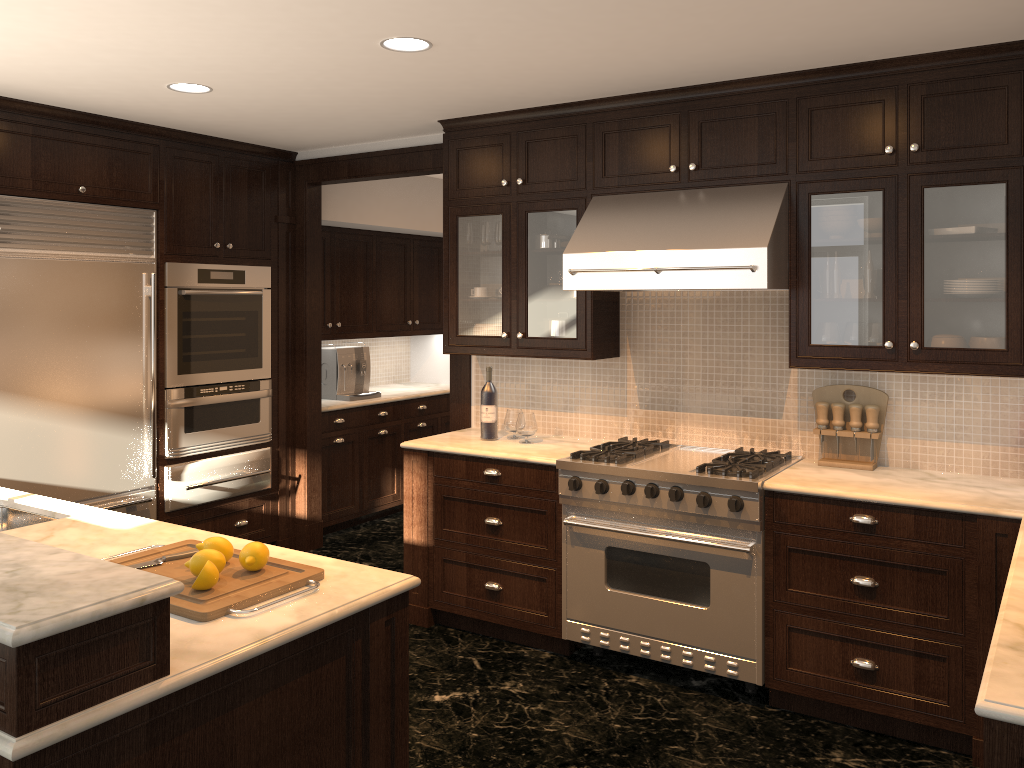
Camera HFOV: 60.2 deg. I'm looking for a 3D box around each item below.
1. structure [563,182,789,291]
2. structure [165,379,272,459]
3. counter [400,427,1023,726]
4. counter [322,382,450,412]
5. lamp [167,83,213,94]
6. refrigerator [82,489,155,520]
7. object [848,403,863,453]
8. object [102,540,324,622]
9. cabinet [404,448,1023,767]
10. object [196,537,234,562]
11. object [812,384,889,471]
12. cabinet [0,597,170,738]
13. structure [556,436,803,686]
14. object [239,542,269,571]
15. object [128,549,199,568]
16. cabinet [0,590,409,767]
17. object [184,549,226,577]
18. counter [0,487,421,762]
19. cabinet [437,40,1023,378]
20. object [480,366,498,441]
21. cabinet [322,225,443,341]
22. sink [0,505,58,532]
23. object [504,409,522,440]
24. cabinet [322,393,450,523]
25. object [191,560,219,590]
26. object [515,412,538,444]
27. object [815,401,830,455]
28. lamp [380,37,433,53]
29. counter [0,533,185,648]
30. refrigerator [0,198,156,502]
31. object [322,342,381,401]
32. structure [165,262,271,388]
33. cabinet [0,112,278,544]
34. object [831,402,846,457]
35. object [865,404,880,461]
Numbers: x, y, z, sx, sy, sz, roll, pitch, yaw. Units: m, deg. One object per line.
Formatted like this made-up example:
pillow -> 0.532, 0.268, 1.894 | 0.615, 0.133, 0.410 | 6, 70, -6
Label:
structure -> 0.773, -0.662, 3.988 | 0.931, 0.477, 0.641 | 3, 4, 33
structure -> -1.981, 0.181, 5.417 | 0.666, 0.388, 0.764 | 3, 5, 33
counter -> 0.566, 0.437, 3.126 | 3.371, 0.032, 2.321 | 3, 6, 32
counter -> -1.102, 0.088, 6.817 | 0.709, 0.032, 1.860 | 3, 6, 32
lamp -> -1.463, -1.409, 4.011 | 0.198, 0.137, 0.198 | 3, 5, 38
refrigerator -> -2.226, 0.905, 4.526 | 0.146, 0.571, 0.904 | 0, 3, 33
object -> 1.475, 0.197, 3.788 | 0.061, 0.226, 0.061 | 0, 0, 2
object -> -0.811, 0.491, 2.268 | 0.668, 0.021, 0.386 | 3, 6, 33
cabinet -> 0.566, 0.894, 3.126 | 3.371, 0.880, 2.321 | 3, 6, 33
object -> -0.780, 0.440, 2.329 | 0.079, 0.073, 0.082 | 1, 3, 20
object -> 1.450, 0.181, 3.816 | 0.316, 0.349, 0.110 | 2, 1, 32
cabinet -> -1.927, 0.420, 2.332 | 2.839, 0.152, 0.293 | 3, 5, 33
structure -> 0.758, 0.728, 3.966 | 0.906, 0.837, 0.720 | 2, 3, 33
object -> -0.664, 0.444, 2.275 | 0.081, 0.072, 0.083 | -3, 4, -42
object -> -0.953, 0.471, 2.313 | 0.042, 0.014, 0.331 | 5, 7, 43
cabinet -> -1.724, 0.925, 2.637 | 2.850, 0.912, 1.028 | 3, 4, 33
object -> -0.764, 0.450, 2.211 | 0.081, 0.072, 0.083 | 3, 4, 43
counter -> -1.729, 0.483, 2.635 | 2.871, 0.032, 1.057 | 3, 6, 33
cabinet -> 0.571, -0.636, 3.128 | 3.370, 1.254, 2.313 | 3, 5, 33
object -> -0.117, 0.098, 4.549 | 0.095, 0.378, 0.094 | 0, 0, -42
cabinet -> -1.219, -0.777, 6.892 | 0.433, 0.826, 1.860 | 1, 4, 33
sink -> -1.877, 0.573, 2.987 | 0.800, 0.212, 0.459 | 3, 5, 33
object -> 0.013, 0.208, 4.586 | 0.112, 0.151, 0.112 | 1, 2, 25
cabinet -> -0.826, 0.496, 6.640 | 0.057, 0.745, 1.795 | 0, 4, 33
object -> -0.738, 0.460, 2.126 | 0.063, 0.068, 0.074 | 0, 3, -5
object -> 0.073, 0.221, 4.445 | 0.112, 0.151, 0.112 | 1, 2, 25
object -> 1.359, 0.191, 3.862 | 0.061, 0.229, 0.061 | 0, 0, 14
lamp -> -0.399, -1.344, 3.330 | 0.197, 0.137, 0.198 | 0, 4, -2
counter -> -1.918, 0.328, 2.326 | 2.857, 0.032, 0.329 | 3, 6, 33
refrigerator -> -2.453, 0.123, 4.673 | 0.687, 2.121, 0.890 | 0, 1, 33
object -> -1.238, -0.098, 6.527 | 0.448, 0.406, 0.344 | 2, 3, 33
structure -> -1.943, -0.372, 5.393 | 0.614, 0.701, 0.759 | 1, 3, 33
cabinet -> -2.227, -0.156, 5.018 | 0.757, 2.421, 1.846 | 0, 2, 33
object -> 1.415, 0.199, 3.826 | 0.061, 0.237, 0.061 | 0, 0, 2
object -> 1.531, 0.206, 3.753 | 0.061, 0.237, 0.061 | 0, 0, -4
